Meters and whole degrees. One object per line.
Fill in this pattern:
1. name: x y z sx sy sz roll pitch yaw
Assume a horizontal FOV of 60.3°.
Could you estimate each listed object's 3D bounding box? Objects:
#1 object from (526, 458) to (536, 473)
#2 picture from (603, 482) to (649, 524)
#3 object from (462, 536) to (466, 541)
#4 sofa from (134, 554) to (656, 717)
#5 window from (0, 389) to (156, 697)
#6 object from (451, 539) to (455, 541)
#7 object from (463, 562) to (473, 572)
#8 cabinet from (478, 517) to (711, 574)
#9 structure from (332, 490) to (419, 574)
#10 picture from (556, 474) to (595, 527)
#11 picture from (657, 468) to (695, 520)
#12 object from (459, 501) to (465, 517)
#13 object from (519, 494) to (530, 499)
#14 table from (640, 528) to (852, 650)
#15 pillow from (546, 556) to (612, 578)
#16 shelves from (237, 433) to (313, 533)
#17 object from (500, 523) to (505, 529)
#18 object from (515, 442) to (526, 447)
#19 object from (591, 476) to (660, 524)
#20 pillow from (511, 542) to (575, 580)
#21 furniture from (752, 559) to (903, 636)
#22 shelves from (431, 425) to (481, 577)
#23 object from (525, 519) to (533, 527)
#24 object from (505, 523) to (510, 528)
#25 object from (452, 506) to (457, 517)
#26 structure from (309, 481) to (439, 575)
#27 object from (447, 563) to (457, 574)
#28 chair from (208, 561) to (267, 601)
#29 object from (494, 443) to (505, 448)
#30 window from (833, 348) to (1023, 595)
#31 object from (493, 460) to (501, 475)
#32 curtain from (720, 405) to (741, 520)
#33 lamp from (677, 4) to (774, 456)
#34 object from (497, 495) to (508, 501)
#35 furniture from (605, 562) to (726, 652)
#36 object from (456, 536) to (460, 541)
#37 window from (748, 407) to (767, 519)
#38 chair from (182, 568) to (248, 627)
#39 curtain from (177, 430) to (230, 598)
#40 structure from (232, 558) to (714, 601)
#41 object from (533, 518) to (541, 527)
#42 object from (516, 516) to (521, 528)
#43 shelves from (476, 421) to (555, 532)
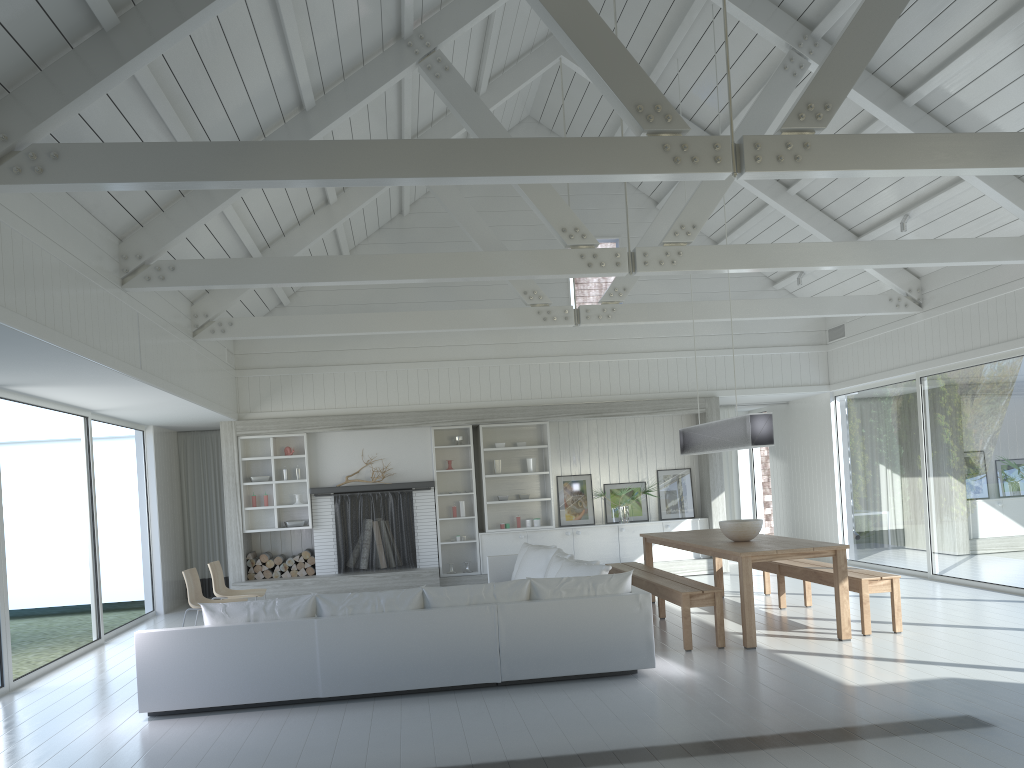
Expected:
1. object: 0.268 1.109 12.025 0.103 0.196 0.102 -5 -2 38
2. picture: 1.593 1.654 12.297 0.608 0.553 0.053 -3 0 -7
3. object: -0.651 2.083 11.910 0.058 0.061 0.057 -3 -3 -8
4. sofa: -0.981 1.994 8.002 3.473 0.737 4.154 -3 -6 -7
5. window: -4.076 1.231 6.954 0.080 2.414 8.756 -3 -6 -7
6. object: -0.800 2.108 11.893 0.054 0.025 0.054 -3 -5 -7
7. object: -0.599 2.472 11.909 0.137 0.130 0.137 -6 -4 35
8. cabinet: 1.117 2.227 12.238 3.179 0.550 0.656 -3 -4 -7
9. structure: -1.785 1.933 11.533 1.097 1.063 0.116 -3 0 -7
10. picture: 0.883 1.610 12.200 0.494 0.703 0.065 -3 0 -7
11. picture: 2.301 1.545 12.374 0.494 0.703 0.065 -3 0 -7
12. object: -0.671 1.687 11.908 0.072 0.211 0.071 -3 -1 -8
13. object: 0.167 1.554 12.151 0.141 0.066 0.142 -3 -5 -7
14. table: 2.067 1.850 8.382 0.905 0.761 2.963 -3 -6 -7
15. pillow: 0.501 1.727 7.439 0.465 0.477 1.325 -3 -6 -16
16. shelves: -3.087 1.304 11.624 0.865 1.239 0.550 -3 -1 -7
17. object: -0.131 1.925 11.958 0.054 0.071 0.054 -2 -3 -28
18. object: 0.125 0.841 12.153 0.141 0.066 0.142 -3 -5 -7
19. object: 1.583 1.581 11.997 0.970 0.629 0.624 -3 -3 -10
20. pillow: 0.336 1.922 9.095 0.461 0.476 2.068 -3 -6 -15
21. furniture: 2.844 1.960 8.471 0.340 0.470 2.693 -3 -6 -7
22. shelves: -0.780 1.593 12.035 0.540 1.999 0.606 -3 -1 -7
23. object: 0.241 1.903 12.059 0.092 0.095 0.090 -5 -3 27
24. object: -0.065 1.930 11.993 0.058 0.061 0.058 -2 -4 -30
25. object: -0.776 1.700 11.897 0.054 0.196 0.054 -3 -1 -8
26. structure: -1.828 1.998 11.885 1.615 1.285 0.862 -3 -2 -7
27. object: -0.816 2.482 11.882 0.137 0.130 0.137 -6 -4 35
28. chair: -2.794 2.176 8.898 0.554 0.780 0.597 -3 -2 -7
29. object: -0.164 0.838 11.974 0.141 0.066 0.142 -3 -5 -7
30. window: 5.229 0.677 6.988 0.080 2.414 10.981 -3 -6 -7
31. object: -0.196 1.131 11.967 0.102 0.196 0.103 -3 -1 -7
32. curtain: 3.022 1.513 13.505 1.005 2.369 0.116 -3 0 -7
33. lamp: 1.859 -1.480 8.333 0.200 4.240 1.911 -3 -1 -7
34. object: -0.121 1.551 11.973 0.141 0.066 0.142 -3 -5 -7
35. furniture: 1.359 2.028 8.288 0.340 0.470 2.693 -3 -6 -7
36. object: -0.725 2.081 11.902 0.054 0.071 0.054 -3 -2 -8
37. window: 4.277 1.627 14.972 0.037 2.426 0.948 -3 -1 -7
38. chair: -2.755 2.086 8.117 0.554 0.780 0.597 -3 -2 -7
39. curtain: -4.344 1.837 12.455 0.629 2.369 0.116 -3 0 -8
40. structure: -0.469 2.640 12.347 6.344 0.346 1.891 -3 -6 -7
41. object: 0.342 1.883 12.003 0.085 0.111 0.085 -5 -3 28
42. object: 0.088 1.855 12.002 0.054 0.196 0.054 -3 -1 -8
43. shelves: 0.038 1.278 12.138 0.938 1.442 0.606 -3 -1 -7
